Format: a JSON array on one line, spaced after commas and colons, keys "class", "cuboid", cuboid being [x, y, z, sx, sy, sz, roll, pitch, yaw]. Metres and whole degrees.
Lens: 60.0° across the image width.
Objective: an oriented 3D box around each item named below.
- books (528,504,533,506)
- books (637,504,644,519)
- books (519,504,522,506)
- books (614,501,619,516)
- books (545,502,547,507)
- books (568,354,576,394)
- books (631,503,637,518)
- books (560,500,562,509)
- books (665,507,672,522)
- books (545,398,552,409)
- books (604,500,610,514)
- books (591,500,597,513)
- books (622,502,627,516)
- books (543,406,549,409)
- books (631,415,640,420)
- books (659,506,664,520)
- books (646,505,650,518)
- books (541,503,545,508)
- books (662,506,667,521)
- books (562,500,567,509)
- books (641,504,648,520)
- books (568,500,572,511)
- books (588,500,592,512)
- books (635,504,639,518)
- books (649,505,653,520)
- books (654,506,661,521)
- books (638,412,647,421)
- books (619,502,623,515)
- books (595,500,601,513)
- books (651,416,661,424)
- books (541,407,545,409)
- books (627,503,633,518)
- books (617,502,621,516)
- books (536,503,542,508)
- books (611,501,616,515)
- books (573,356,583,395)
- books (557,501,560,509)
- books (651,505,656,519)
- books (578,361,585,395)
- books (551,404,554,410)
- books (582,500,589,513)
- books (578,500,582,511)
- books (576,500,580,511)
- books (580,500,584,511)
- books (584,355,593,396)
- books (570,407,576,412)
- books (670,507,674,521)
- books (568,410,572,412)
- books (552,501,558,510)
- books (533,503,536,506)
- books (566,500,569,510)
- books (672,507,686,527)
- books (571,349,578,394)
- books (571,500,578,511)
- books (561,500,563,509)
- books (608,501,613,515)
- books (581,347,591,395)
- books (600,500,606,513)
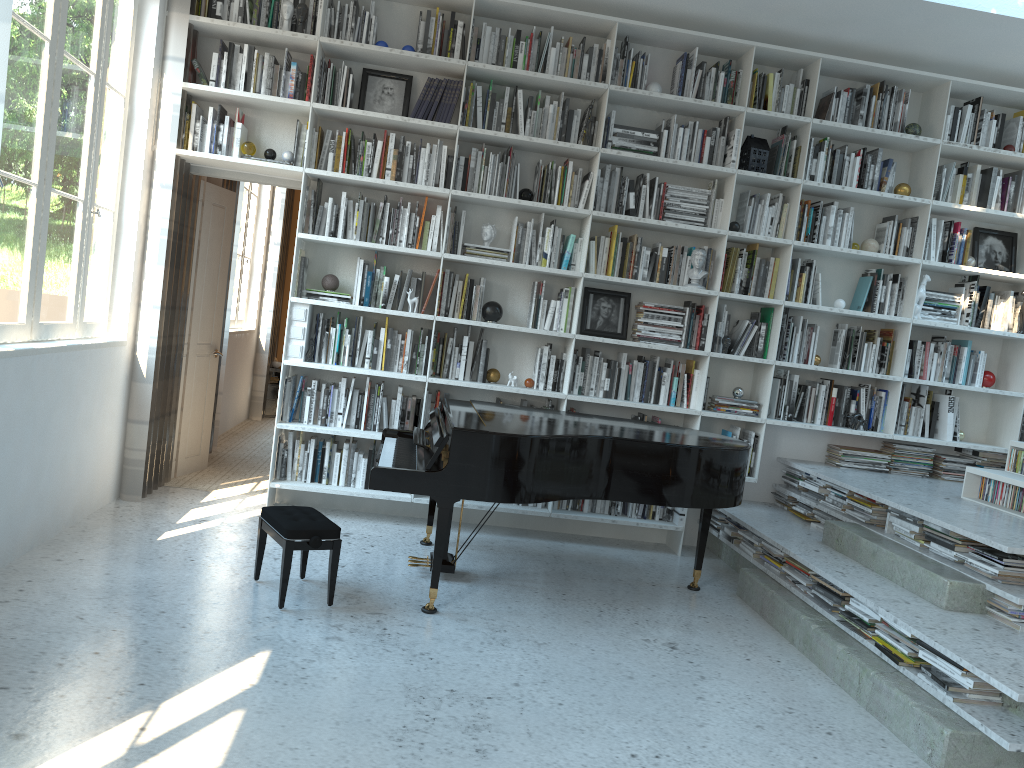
[{"class": "books", "cuboid": [0.101, 0.612, 5.555, 0.073, 0.276, 0.181, 7, 4, -7]}, {"class": "books", "cuboid": [0.810, 0.713, 5.620, 0.044, 0.251, 0.186, 7, 4, -7]}, {"class": "books", "cuboid": [0.060, 0.608, 5.537, 0.012, 0.275, 0.180, 7, 4, -7]}, {"class": "books", "cuboid": [0.660, 0.652, 5.608, 0.014, 0.336, 0.182, 7, 4, -7]}, {"class": "books", "cuboid": [0.215, 0.644, 5.589, 0.021, 0.238, 0.115, 7, 4, -7]}, {"class": "books", "cuboid": [0.355, -0.068, 5.530, 0.029, 0.244, 0.154, 7, 4, -7]}, {"class": "books", "cuboid": [0.760, 0.727, 5.624, 0.029, 0.210, 0.170, 7, 4, -7]}, {"class": "books", "cuboid": [0.310, 0.605, 5.584, 0.014, 0.340, 0.139, 7, 4, -7]}, {"class": "books", "cuboid": [0.980, 0.751, 5.651, 0.029, 0.218, 0.190, 7, 4, -7]}, {"class": "books", "cuboid": [0.210, 0.251, 5.531, 0.013, 0.320, 0.173, 7, 4, -7]}, {"class": "books", "cuboid": [0.596, 0.709, 5.624, 0.024, 0.203, 0.144, 7, 4, -7]}, {"class": "books", "cuboid": [0.520, 0.654, 5.610, 0.026, 0.294, 0.154, 7, 4, -7]}, {"class": "books", "cuboid": [0.713, 0.719, 5.646, 0.040, 0.212, 0.129, 7, 4, -7]}, {"class": "books", "cuboid": [0.194, 0.276, 5.523, 0.013, 0.268, 0.183, 7, 4, -7]}, {"class": "books", "cuboid": [0.755, 0.340, 5.548, 0.012, 0.285, 0.159, 7, 4, -7]}, {"class": "books", "cuboid": [0.938, 0.740, 5.660, 0.028, 0.228, 0.161, 7, 4, -7]}, {"class": "books", "cuboid": [0.855, 0.723, 5.653, 0.028, 0.239, 0.140, 7, 4, -7]}, {"class": "books", "cuboid": [0.191, 0.671, 5.569, 0.024, 0.180, 0.171, 7, 4, -7]}, {"class": "books", "cuboid": [0.961, 0.729, 5.653, 0.013, 0.256, 0.176, 7, 4, -7]}, {"class": "books", "cuboid": [0.333, 0.646, 5.593, 0.025, 0.264, 0.144, 7, 4, -7]}, {"class": "books", "cuboid": [0.842, 0.684, 5.625, 0.013, 0.317, 0.186, 7, 4, -7]}, {"class": "books", "cuboid": [0.378, 0.628, 5.587, 0.034, 0.311, 0.169, 7, 4, -7]}, {"class": "books", "cuboid": [0.485, 0.698, 5.622, 0.030, 0.197, 0.143, 7, 4, -7]}, {"class": "books", "cuboid": [0.785, 0.689, 5.625, 0.011, 0.293, 0.183, 7, 4, -7]}, {"class": "books", "cuboid": [0.877, 0.717, 5.640, 0.011, 0.258, 0.171, 7, 4, -7]}, {"class": "books", "cuboid": [0.914, 0.749, 5.647, 0.022, 0.205, 0.191, 7, 4, -7]}, {"class": "books", "cuboid": [0.795, 0.336, 5.538, 0.013, 0.303, 0.181, 7, 4, -7]}, {"class": "books", "cuboid": [0.686, 0.691, 5.632, 0.024, 0.262, 0.131, 7, 4, -7]}, {"class": "books", "cuboid": [0.543, 0.687, 5.619, 0.030, 0.235, 0.137, 7, 4, -7]}, {"class": "books", "cuboid": [0.886, 0.352, 5.553, 0.015, 0.294, 0.169, 7, 4, -7]}, {"class": "books", "cuboid": [0.180, 0.277, 5.536, 0.012, 0.260, 0.147, 7, 4, -7]}, {"class": "books", "cuboid": [0.741, 0.727, 5.618, 0.010, 0.206, 0.179, 7, 4, -7]}, {"class": "books", "cuboid": [0.670, 0.677, 5.613, 0.014, 0.288, 0.184, 7, 4, -7]}, {"class": "books", "cuboid": [0.175, 0.630, 5.547, 0.024, 0.260, 0.189, 7, 4, -7]}, {"class": "books", "cuboid": [0.633, 0.710, 5.620, 0.022, 0.213, 0.167, 7, 4, -7]}, {"class": "books", "cuboid": [0.395, -0.057, 5.518, 0.027, 0.234, 0.167, 7, 4, -7]}, {"class": "books", "cuboid": [0.296, 0.624, 5.567, 0.014, 0.301, 0.184, 7, 4, -7]}, {"class": "books", "cuboid": [0.889, 0.752, 5.655, 0.024, 0.191, 0.154, 7, 4, -7]}, {"class": "books", "cuboid": [0.417, -0.043, 5.534, 0.024, 0.208, 0.169, 7, 4, -7]}, {"class": "books", "cuboid": [0.224, 0.268, 5.544, 0.021, 0.290, 0.160, 7, 4, -7]}, {"class": "books", "cuboid": [0.460, 0.692, 5.589, 0.028, 0.206, 0.174, 7, 4, -7]}, {"class": "books", "cuboid": [0.431, 0.652, 5.606, 0.012, 0.276, 0.154, 7, 4, -7]}, {"class": "books", "cuboid": [0.417, 0.669, 5.602, 0.012, 0.239, 0.128, 7, 4, -7]}, {"class": "books", "cuboid": [0.441, 0.663, 5.609, 0.012, 0.255, 0.150, 7, 4, -7]}, {"class": "books", "cuboid": [0.469, -0.057, 5.549, 0.024, 0.248, 0.132, 7, 4, -7]}, {"class": "books", "cuboid": [0.359, 0.291, 5.491, 0.012, 0.285, 0.137, 7, 4, -7]}, {"class": "books", "cuboid": [1.002, 0.771, 5.668, 0.023, 0.182, 0.148, 7, 4, -7]}, {"class": "books", "cuboid": [0.346, 0.299, 5.496, 0.011, 0.266, 0.152, 7, 4, -7]}, {"class": "books", "cuboid": [0.273, 0.644, 5.566, 0.026, 0.256, 0.183, 7, 4, -7]}, {"class": "books", "cuboid": [0.147, 0.625, 5.575, 0.025, 0.259, 0.132, 7, 4, -7]}, {"class": "books", "cuboid": [0.357, 0.613, 5.582, 0.012, 0.337, 0.144, 7, 4, -7]}, {"class": "books", "cuboid": [1.045, 0.736, 5.600, 0.038, 0.269, 0.277, 7, 4, -7]}, {"class": "books", "cuboid": [0.378, -0.081, 5.524, 0.011, 0.275, 0.145, 7, 4, -7]}, {"class": "books", "cuboid": [0.400, 0.663, 5.603, 0.022, 0.247, 0.143, 7, 4, -7]}, {"class": "books", "cuboid": [0.315, 0.646, 5.601, 0.010, 0.259, 0.131, 7, 4, -7]}, {"class": "books", "cuboid": [0.621, 0.672, 5.611, 0.013, 0.285, 0.184, 7, 4, -7]}, {"class": "books", "cuboid": [0.446, -0.081, 5.551, 0.027, 0.291, 0.140, 7, 4, -7]}, {"class": "books", "cuboid": [0.574, 0.677, 5.621, 0.028, 0.261, 0.132, 7, 4, -7]}]
